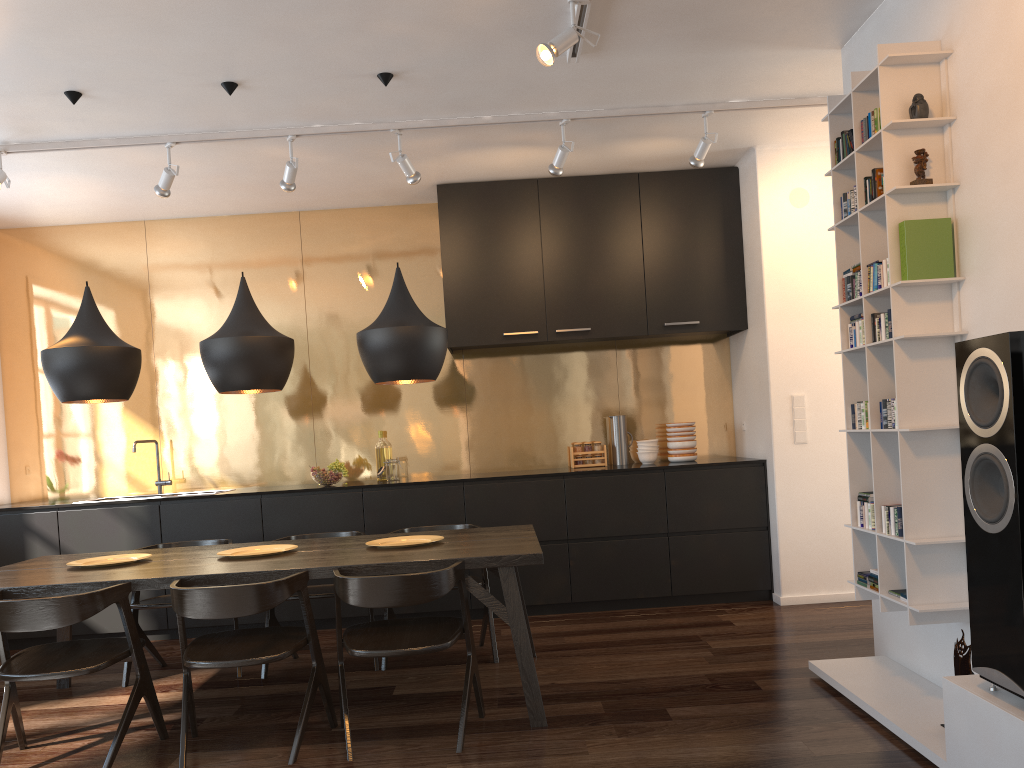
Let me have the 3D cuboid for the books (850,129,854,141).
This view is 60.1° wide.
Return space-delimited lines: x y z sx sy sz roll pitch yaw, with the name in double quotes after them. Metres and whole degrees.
1.351 -0.945 3.414 0.069 0.098 0.057 -4 0 -1 "books"

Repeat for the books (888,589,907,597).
1.496 0.794 3.350 0.093 0.012 0.111 -4 -3 -1 "books"

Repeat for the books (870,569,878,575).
1.457 0.737 3.466 0.069 0.014 0.092 -4 -3 -1 "books"

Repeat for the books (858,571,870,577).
1.457 0.772 3.586 0.069 0.009 0.107 -4 -3 -1 "books"

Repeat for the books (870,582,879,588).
1.459 0.789 3.467 0.069 0.014 0.092 -4 -3 -1 "books"

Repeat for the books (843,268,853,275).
1.388 -0.456 3.574 0.069 0.014 0.093 -4 -3 4 "books"

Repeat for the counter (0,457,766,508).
-0.938 0.651 5.852 5.059 0.002 0.733 -4 -3 -1 "counter"

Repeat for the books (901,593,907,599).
1.472 0.776 3.231 0.069 0.014 0.093 -4 -3 4 "books"

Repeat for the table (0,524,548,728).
-1.113 1.105 3.979 2.500 0.679 1.108 -4 -2 -1 "table"

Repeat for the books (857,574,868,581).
1.456 0.783 3.592 0.069 0.015 0.092 -4 -3 -1 "books"

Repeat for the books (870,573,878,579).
1.458 0.751 3.466 0.069 0.014 0.092 -4 -3 -1 "books"

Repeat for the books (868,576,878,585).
1.456 0.771 3.474 0.069 0.023 0.107 -4 -3 -1 "books"

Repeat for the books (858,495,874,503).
1.454 0.464 3.579 0.069 0.023 0.107 -4 -3 -1 "books"

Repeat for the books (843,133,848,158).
1.349 -0.941 3.492 0.074 0.099 0.019 -4 1 -1 "books"

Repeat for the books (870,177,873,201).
1.366 -0.722 3.282 0.069 0.093 0.020 -4 1 -1 "books"

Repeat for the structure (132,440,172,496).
-2.413 0.566 5.942 0.109 0.385 0.265 -3 0 15 "structure"

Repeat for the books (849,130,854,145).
1.351 -0.944 3.423 0.069 0.098 0.057 -4 0 -1 "books"

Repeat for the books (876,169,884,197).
1.370 -0.733 3.234 0.069 0.107 0.016 -4 1 -1 "books"

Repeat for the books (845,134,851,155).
1.350 -0.938 3.473 0.069 0.093 0.028 -4 1 -1 "books"

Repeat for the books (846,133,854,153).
1.349 -0.939 3.449 0.069 0.091 0.046 -4 0 -1 "books"

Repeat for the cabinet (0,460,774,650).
-0.910 1.099 5.860 5.062 0.901 0.733 -4 -1 -1 "cabinet"

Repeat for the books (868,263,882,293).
1.401 -0.399 3.337 0.096 0.107 0.088 -4 -1 -1 "books"

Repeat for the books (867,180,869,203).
1.368 -0.720 3.313 0.069 0.092 0.014 -4 1 -1 "books"

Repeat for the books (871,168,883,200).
1.367 -0.735 3.258 0.074 0.115 0.029 -4 1 -1 "books"

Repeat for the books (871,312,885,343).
1.413 -0.213 3.374 0.074 0.115 0.029 -4 1 -1 "books"

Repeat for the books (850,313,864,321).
1.433 -0.272 3.568 0.096 0.022 0.111 -4 -3 -1 "books"

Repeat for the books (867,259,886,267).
1.391 -0.456 3.329 0.069 0.008 0.107 -4 -3 -1 "books"

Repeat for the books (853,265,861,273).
1.384 -0.454 3.449 0.069 0.018 0.107 -4 -3 -1 "books"

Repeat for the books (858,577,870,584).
1.458 0.795 3.591 0.069 0.014 0.092 -4 -3 -1 "books"

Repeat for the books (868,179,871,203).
1.367 -0.720 3.299 0.069 0.092 0.014 -4 1 -1 "books"

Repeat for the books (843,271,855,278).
1.392 -0.442 3.578 0.069 0.014 0.092 -4 -3 -1 "books"

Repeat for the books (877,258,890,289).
1.412 -0.410 3.227 0.122 0.112 0.137 -4 -2 -1 "books"

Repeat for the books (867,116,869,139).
1.365 -0.951 3.312 0.069 0.107 0.012 -4 1 -1 "books"

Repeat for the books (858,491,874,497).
1.470 0.445 3.578 0.093 0.012 0.111 -4 -3 -1 "books"

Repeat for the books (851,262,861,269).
1.392 -0.469 3.448 0.093 0.014 0.112 -4 -3 -1 "books"

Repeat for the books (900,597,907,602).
1.476 0.790 3.235 0.069 0.014 0.092 -4 -3 -1 "books"

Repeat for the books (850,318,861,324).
1.431 -0.256 3.567 0.093 0.012 0.111 -4 -3 -1 "books"

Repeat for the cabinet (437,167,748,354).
0.520 -0.807 5.940 1.955 1.051 0.531 -4 0 -1 "cabinet"

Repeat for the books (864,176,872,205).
1.364 -0.726 3.330 0.069 0.107 0.023 -4 1 -1 "books"

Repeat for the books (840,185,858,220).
1.391 -0.721 3.501 0.108 0.112 0.222 -4 -2 -1 "books"

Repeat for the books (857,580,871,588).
1.458 0.810 3.591 0.074 0.015 0.098 -4 -3 -1 "books"

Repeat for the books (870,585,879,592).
1.463 0.804 3.475 0.069 0.016 0.107 -4 -3 -1 "books"

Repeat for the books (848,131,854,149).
1.351 -0.944 3.432 0.069 0.098 0.057 -4 0 -1 "books"

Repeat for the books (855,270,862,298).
1.403 -0.393 3.453 0.096 0.107 0.114 -4 -1 -1 "books"
